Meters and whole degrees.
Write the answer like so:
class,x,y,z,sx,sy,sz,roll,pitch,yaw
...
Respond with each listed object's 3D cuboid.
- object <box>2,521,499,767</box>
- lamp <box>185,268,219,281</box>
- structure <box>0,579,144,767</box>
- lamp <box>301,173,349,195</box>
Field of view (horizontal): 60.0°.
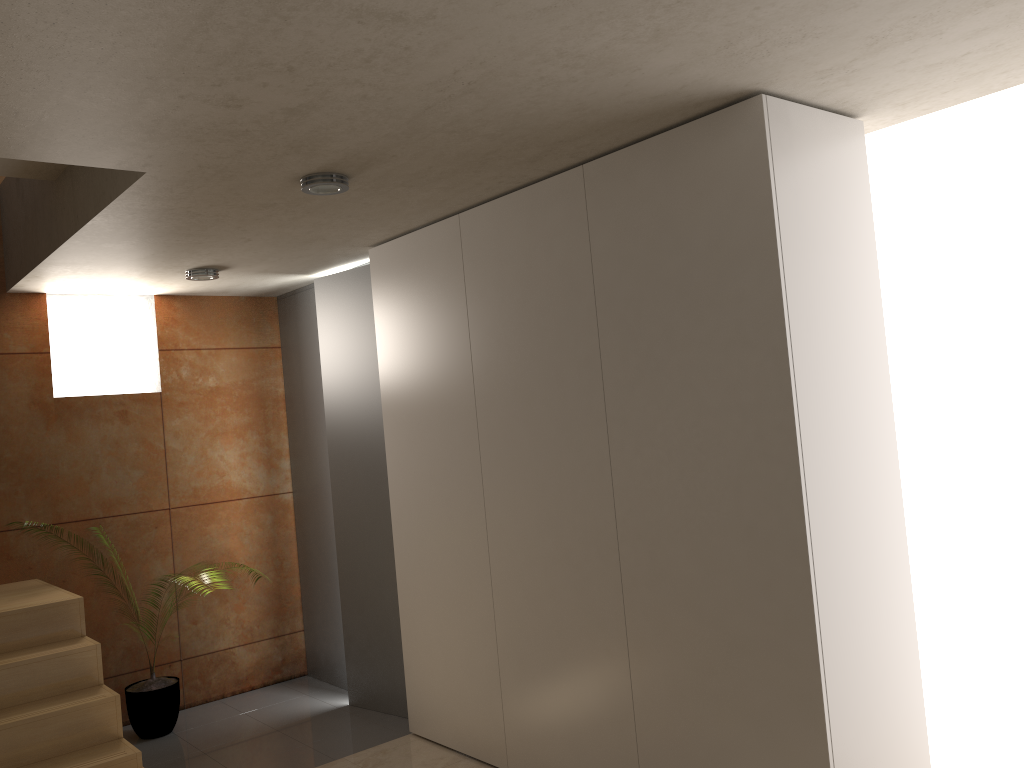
class,x,y,z,sx,sy,sz,roll,pitch,yaw
object,-0.735,1.206,2.700,4.200,1.455,6.200,-4,-3,-39
lamp,-1.689,-0.598,4.835,0.173,0.044,0.173,-4,-2,-34
structure,-2.519,1.395,3.425,1.950,1.110,2.400,-4,-3,-39
lamp,-0.693,-0.741,3.285,0.173,0.044,0.173,-5,-2,-4
